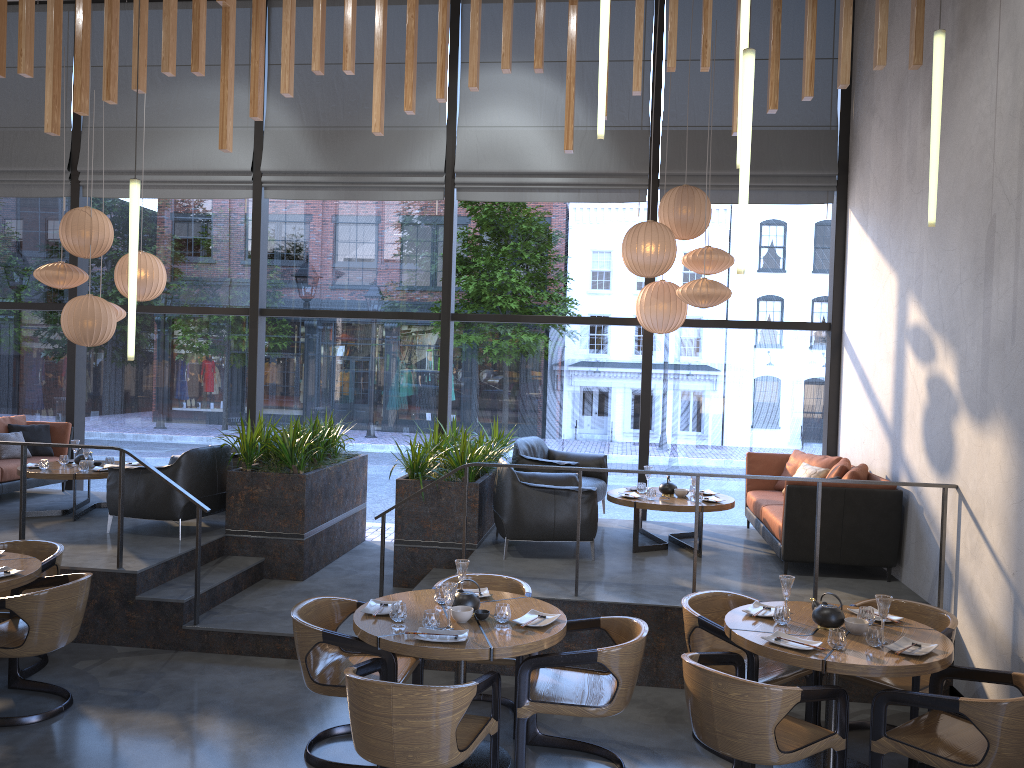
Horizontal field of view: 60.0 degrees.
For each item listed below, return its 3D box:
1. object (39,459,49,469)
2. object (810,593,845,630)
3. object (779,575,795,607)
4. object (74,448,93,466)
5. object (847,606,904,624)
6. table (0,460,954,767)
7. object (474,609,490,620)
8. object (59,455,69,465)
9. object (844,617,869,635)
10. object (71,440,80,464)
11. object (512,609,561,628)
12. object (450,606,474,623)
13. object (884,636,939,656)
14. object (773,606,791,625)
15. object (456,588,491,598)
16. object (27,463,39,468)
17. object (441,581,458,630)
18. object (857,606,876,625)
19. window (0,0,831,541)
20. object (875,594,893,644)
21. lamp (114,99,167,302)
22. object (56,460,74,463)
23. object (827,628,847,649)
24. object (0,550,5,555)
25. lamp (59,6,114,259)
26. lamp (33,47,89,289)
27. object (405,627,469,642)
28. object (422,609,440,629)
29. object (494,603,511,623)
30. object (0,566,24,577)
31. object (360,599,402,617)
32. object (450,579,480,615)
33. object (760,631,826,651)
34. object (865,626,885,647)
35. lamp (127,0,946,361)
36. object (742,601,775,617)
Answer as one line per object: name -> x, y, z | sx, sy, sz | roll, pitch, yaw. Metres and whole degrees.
object -> -4.277, 0.736, 8.106 | 0.086, 0.086, 0.086 | 2, 1, 11
object -> 1.633, 1.166, 4.580 | 0.168, 0.179, 0.163 | 2, 1, 11
object -> 1.454, 1.133, 4.699 | 0.082, 0.227, 0.082 | 1, 1, -21
object -> -4.075, 0.690, 8.438 | 0.163, 0.179, 0.168 | 1, 1, -27
object -> 1.971, 1.250, 4.767 | 0.170, 0.025, 0.294 | 1, 1, -23
table -> -3.067, 1.357, 5.396 | 10.659, 0.968, 6.876 | 2, 1, 8
object -> -0.152, 1.178, 4.511 | 0.080, 0.042, 0.080 | 1, 1, -29
object -> -4.297, 0.728, 8.504 | 0.086, 0.086, 0.086 | 3, 2, 45
object -> 1.740, 1.228, 4.482 | 0.116, 0.065, 0.116 | 3, 1, 32
object -> -4.230, 0.657, 8.586 | 0.082, 0.227, 0.082 | 2, 1, -11
object -> 0.114, 1.196, 4.479 | 0.170, 0.025, 0.294 | 2, 1, 27
object -> -0.253, 1.164, 4.467 | 0.116, 0.065, 0.116 | 2, 1, -14
object -> 1.888, 1.259, 4.215 | 0.294, 0.025, 0.170 | 1, 2, -45
object -> 1.402, 1.204, 4.607 | 0.086, 0.086, 0.086 | 3, 1, 30
object -> -0.273, 1.174, 4.963 | 0.294, 0.025, 0.170 | 2, 1, -8
object -> -4.428, 0.760, 8.219 | 0.170, 0.025, 0.294 | 2, 1, -12
object -> -0.307, 1.084, 4.319 | 0.082, 0.227, 0.082 | 1, 1, -23
object -> 1.858, 1.218, 4.651 | 0.086, 0.086, 0.086 | 2, 1, 1
window -> -3.529, -1.080, 3.182 | 12.739, 5.897, 12.900 | 2, 1, 7
object -> 1.816, 1.152, 4.342 | 0.082, 0.227, 0.082 | 2, 1, 29
lamp -> -2.876, -2.274, 5.344 | 0.468, 3.124, 6.999 | 2, 1, -12
object -> -4.314, 0.754, 8.694 | 0.170, 0.025, 0.294 | 3, 2, 43
object -> 1.549, 1.216, 4.228 | 0.086, 0.086, 0.086 | 1, 1, -21
object -> -3.347, 1.063, 5.524 | 0.294, 0.025, 0.170 | 2, 1, -8
lamp -> -3.981, -2.371, 8.345 | 0.465, 2.374, 0.465 | 3, 1, 30
lamp -> -4.231, -2.031, 8.369 | 0.467, 2.271, 0.467 | 1, 1, -30
object -> -0.359, 1.187, 4.180 | 0.294, 0.025, 0.170 | 2, 1, 4
object -> -0.394, 1.151, 4.327 | 0.086, 0.086, 0.086 | 3, 1, 32
object -> -0.048, 1.159, 4.489 | 0.086, 0.086, 0.086 | 2, 1, 10
object -> -2.960, 1.085, 5.039 | 0.170, 0.025, 0.294 | 2, 1, 27
object -> -0.682, 1.168, 4.597 | 0.170, 0.025, 0.294 | 2, 1, 4
object -> -0.246, 1.104, 4.615 | 0.163, 0.179, 0.168 | 1, 2, -45
object -> 1.361, 1.241, 4.243 | 0.170, 0.025, 0.294 | 1, 2, -45
object -> 1.753, 1.222, 4.283 | 0.086, 0.086, 0.086 | 2, 1, -17
lamp -> -2.477, -5.157, 1.034 | 8.975, 10.231, 8.774 | 2, 1, 5
object -> 1.352, 1.230, 4.792 | 0.170, 0.025, 0.294 | 3, 1, 33
